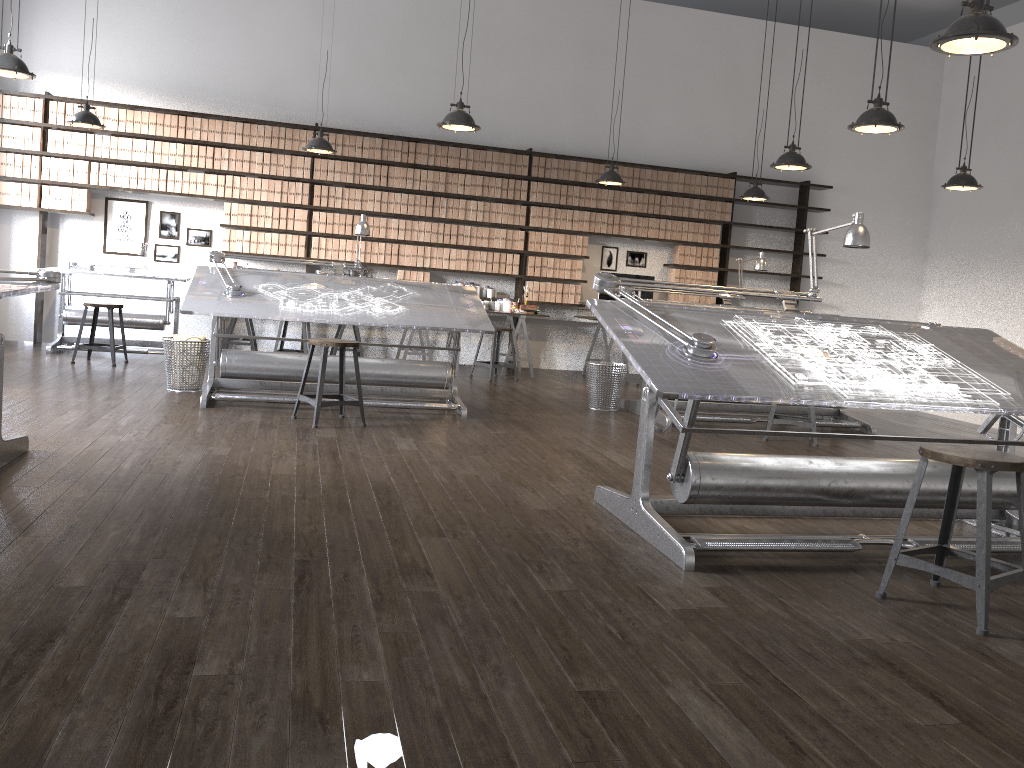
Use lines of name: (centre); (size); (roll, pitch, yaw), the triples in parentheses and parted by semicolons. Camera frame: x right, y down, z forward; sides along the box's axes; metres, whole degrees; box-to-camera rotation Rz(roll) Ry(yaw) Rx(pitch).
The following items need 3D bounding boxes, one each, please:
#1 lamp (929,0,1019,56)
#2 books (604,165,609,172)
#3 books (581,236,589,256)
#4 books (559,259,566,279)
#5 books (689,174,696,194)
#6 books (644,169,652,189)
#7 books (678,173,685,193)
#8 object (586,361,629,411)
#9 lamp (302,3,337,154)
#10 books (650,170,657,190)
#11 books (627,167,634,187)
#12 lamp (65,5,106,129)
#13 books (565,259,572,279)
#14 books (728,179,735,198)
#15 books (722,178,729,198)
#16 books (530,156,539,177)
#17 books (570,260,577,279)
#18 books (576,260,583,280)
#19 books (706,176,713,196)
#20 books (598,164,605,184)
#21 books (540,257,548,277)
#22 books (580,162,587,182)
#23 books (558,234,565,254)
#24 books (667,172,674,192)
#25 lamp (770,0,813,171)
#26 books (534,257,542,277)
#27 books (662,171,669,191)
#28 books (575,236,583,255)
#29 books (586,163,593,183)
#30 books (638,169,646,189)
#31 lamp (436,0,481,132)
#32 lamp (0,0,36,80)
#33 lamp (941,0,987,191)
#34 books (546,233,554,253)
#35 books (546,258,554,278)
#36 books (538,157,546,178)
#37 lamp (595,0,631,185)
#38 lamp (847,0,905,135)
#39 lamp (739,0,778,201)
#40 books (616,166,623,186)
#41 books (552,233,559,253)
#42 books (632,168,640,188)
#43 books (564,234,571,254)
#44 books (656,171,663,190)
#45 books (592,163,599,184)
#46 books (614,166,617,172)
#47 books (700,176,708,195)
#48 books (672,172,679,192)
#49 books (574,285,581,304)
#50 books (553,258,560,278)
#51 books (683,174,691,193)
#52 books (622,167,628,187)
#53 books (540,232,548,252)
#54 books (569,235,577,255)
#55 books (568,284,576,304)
lamp: (1.893, -2.440, 3.402); (0.310, 2.246, 0.314); (2, 4, -34)
books: (1.058, -2.371, 10.076); (0.066, 0.225, 0.175); (4, 5, -14)
books: (0.806, -1.564, 10.081); (0.066, 0.225, 0.175); (4, 5, -14)
books: (0.549, -1.303, 10.039); (0.066, 0.225, 0.175); (4, 5, -14)
books: (2.070, -2.320, 10.327); (0.066, 0.225, 0.175); (4, 5, -14)
books: (1.537, -2.346, 10.191); (0.066, 0.225, 0.175); (4, 5, -14)
books: (1.936, -2.326, 10.288); (0.067, 0.225, 0.175); (4, 5, -14)
object: (0.760, 0.019, 7.219); (0.353, 0.376, 0.354); (5, 5, 8)
lamp: (-1.650, -3.218, 7.931); (0.310, 2.246, 0.314); (2, 4, -34)
books: (1.604, -2.343, 10.212); (0.066, 0.225, 0.175); (4, 5, -14)
books: (1.322, -2.358, 10.144); (0.066, 0.225, 0.175); (4, 5, -14)
lamp: (-3.537, -3.314, 7.466); (0.310, 2.246, 0.314); (2, 4, -34)
books: (0.616, -1.299, 10.049); (0.067, 0.225, 0.175); (4, 5, -14)
books: (2.548, -2.295, 10.440); (0.066, 0.225, 0.175); (4, 5, -14)
books: (2.479, -2.299, 10.427); (0.066, 0.225, 0.175); (4, 5, -14)
books: (0.241, -2.413, 9.880); (0.066, 0.225, 0.175); (4, 5, -14)
books: (0.679, -1.297, 10.069); (0.066, 0.225, 0.175); (4, 5, -14)
books: (0.741, -1.293, 10.083); (0.066, 0.225, 0.175); (4, 5, -14)
books: (2.280, -2.308, 10.370); (0.067, 0.225, 0.175); (4, 5, -14)
books: (0.989, -2.375, 10.063); (0.066, 0.225, 0.175); (4, 5, -14)
books: (0.342, -1.314, 9.989); (0.066, 0.225, 0.175); (4, 5, -14)
books: (0.784, -2.385, 10.009); (0.066, 0.225, 0.175); (4, 5, -14)
books: (0.536, -1.577, 10.008); (0.067, 0.225, 0.175); (4, 5, -14)
books: (1.803, -2.333, 10.259); (0.066, 0.225, 0.175); (4, 5, -14)
lamp: (2.238, -2.785, 6.768); (0.311, 2.246, 0.313); (5, 3, 11)
books: (0.271, -1.317, 9.966); (0.067, 0.225, 0.175); (4, 5, -14)
books: (1.740, -2.336, 10.239); (0.067, 0.225, 0.175); (4, 5, -14)
books: (0.738, -1.567, 10.060); (0.066, 0.225, 0.175); (4, 5, -14)
books: (0.854, -2.381, 10.024); (0.067, 0.225, 0.175); (4, 5, -14)
books: (1.467, -2.351, 10.179); (0.066, 0.225, 0.175); (4, 5, -14)
lamp: (-0.287, -2.914, 6.152); (0.311, 2.246, 0.313); (5, 3, 6)
lamp: (-3.065, -3.057, 5.474); (0.310, 2.246, 0.314); (2, 4, -34)
lamp: (3.745, -2.708, 7.136); (0.310, 2.246, 0.314); (2, 4, -34)
books: (0.410, -1.584, 9.981); (0.066, 0.225, 0.175); (4, 5, -14)
books: (0.412, -1.310, 10.001); (0.066, 0.225, 0.175); (4, 5, -14)
books: (0.314, -2.409, 9.892); (0.067, 0.225, 0.175); (4, 5, -14)
lamp: (1.051, -3.079, 8.591); (0.311, 2.246, 0.313); (5, 3, 11)
lamp: (2.210, -2.597, 5.105); (0.311, 2.259, 0.313); (5, 3, 11)
lamp: (2.558, -3.002, 8.959); (0.311, 2.246, 0.313); (5, 3, 11)
books: (1.199, -2.363, 10.107); (0.067, 0.225, 0.175); (4, 5, -14)
books: (0.470, -1.581, 9.997); (0.066, 0.225, 0.175); (4, 5, -14)
books: (1.395, -2.354, 10.156); (0.067, 0.225, 0.175); (4, 5, -14)
books: (0.600, -1.575, 10.030); (0.066, 0.225, 0.175); (4, 5, -14)
books: (1.673, -2.340, 10.229); (0.066, 0.225, 0.175); (4, 5, -14)
books: (0.922, -2.378, 10.045); (0.066, 0.225, 0.175); (4, 5, -14)
books: (1.129, -2.367, 10.089); (0.066, 0.225, 0.175); (4, 5, -14)
books: (2.210, -2.312, 10.353); (0.066, 0.225, 0.175); (4, 5, -14)
books: (1.865, -2.330, 10.273); (0.066, 0.225, 0.175); (4, 5, -14)
books: (0.725, -1.018, 10.103); (0.066, 0.225, 0.175); (4, 5, -14)
books: (0.480, -1.307, 10.022); (0.066, 0.225, 0.175); (4, 5, -14)
books: (2.003, -2.323, 10.308); (0.066, 0.225, 0.175); (4, 5, -14)
books: (1.259, -2.361, 10.126); (0.066, 0.225, 0.175); (4, 5, -14)
books: (0.340, -1.588, 9.962); (0.067, 0.225, 0.175); (4, 5, -14)
books: (0.669, -1.571, 10.047); (0.066, 0.225, 0.175); (4, 5, -14)
books: (0.657, -1.021, 10.082); (0.066, 0.225, 0.175); (4, 5, -14)
